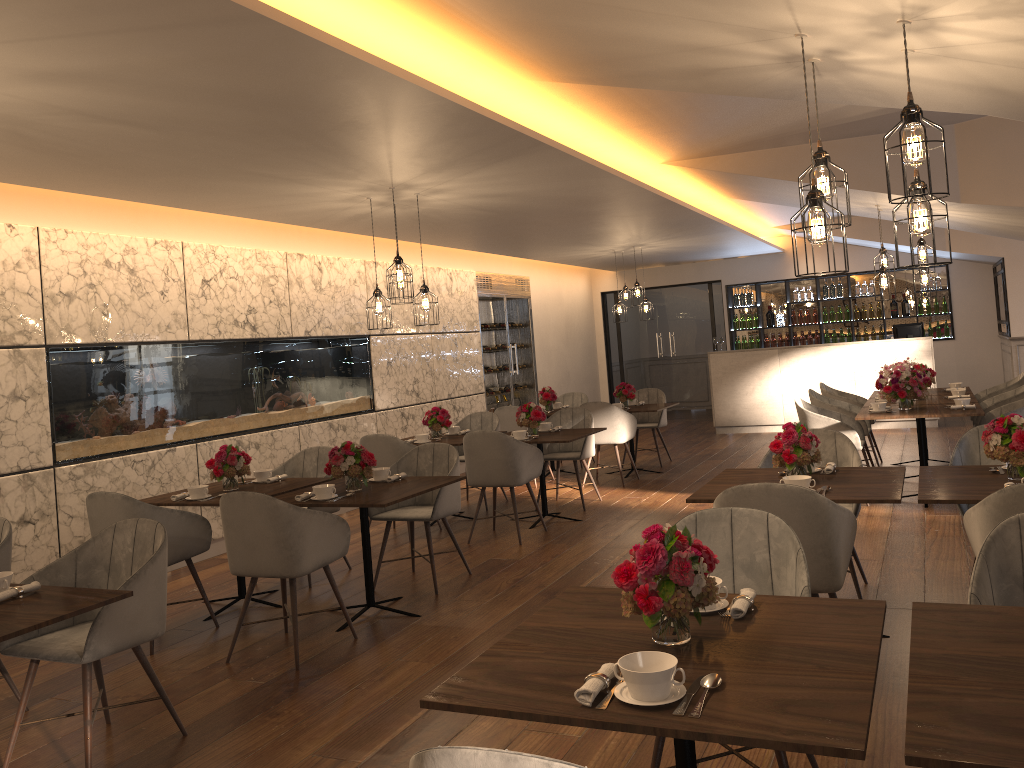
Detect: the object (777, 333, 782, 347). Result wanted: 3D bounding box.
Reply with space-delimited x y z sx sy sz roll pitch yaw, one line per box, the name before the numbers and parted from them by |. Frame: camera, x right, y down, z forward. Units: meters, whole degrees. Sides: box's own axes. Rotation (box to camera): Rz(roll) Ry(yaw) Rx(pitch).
object | 4.318 -0.694 14.284 0.065 0.262 0.066 -5 -1 4

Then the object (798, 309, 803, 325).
object | 4.603 -1.075 14.144 0.065 0.262 0.066 -5 -1 4

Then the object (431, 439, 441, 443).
object | -0.654 0.490 7.544 0.043 0.015 0.197 -4 2 22

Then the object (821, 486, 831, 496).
object | 1.381 0.472 3.902 0.043 0.015 0.197 -4 2 22

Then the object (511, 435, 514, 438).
object | -0.039 0.442 7.233 0.056 0.039 0.176 -4 2 25

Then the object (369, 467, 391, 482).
object | -0.805 0.555 5.421 0.148 0.072 0.148 -4 2 3

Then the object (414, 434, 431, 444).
object | -0.767 0.468 7.575 0.148 0.072 0.148 -5 2 -22

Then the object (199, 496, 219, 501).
object | -1.775 0.673 5.235 0.022 0.004 0.211 -3 2 25

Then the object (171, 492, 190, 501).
object | -1.961 0.668 5.293 0.056 0.039 0.176 -4 2 25

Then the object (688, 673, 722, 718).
object | 0.396 0.632 1.801 0.043 0.015 0.197 -4 2 22

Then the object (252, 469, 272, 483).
object | -1.634 0.605 5.811 0.148 0.072 0.148 -4 2 3

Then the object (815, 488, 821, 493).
object | 1.353 0.480 3.923 0.022 0.004 0.211 -3 2 25

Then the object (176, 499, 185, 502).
object | -1.925 0.672 5.287 0.025 0.024 0.193 -4 2 25

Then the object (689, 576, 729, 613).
object | 0.509 0.570 2.398 0.148 0.072 0.148 -5 2 -7

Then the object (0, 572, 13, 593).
object | -1.857 0.725 3.177 0.148 0.072 0.148 -4 2 3

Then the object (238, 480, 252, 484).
object | -1.741 0.641 5.841 0.043 0.015 0.197 -4 2 22

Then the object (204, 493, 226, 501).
object | -1.754 0.666 5.217 0.043 0.015 0.197 -3 2 29

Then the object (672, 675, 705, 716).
object | 0.367 0.639 1.822 0.022 0.004 0.211 -3 2 25

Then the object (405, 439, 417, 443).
object | -0.868 0.491 7.623 0.056 0.039 0.176 -4 2 25

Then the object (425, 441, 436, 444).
object | -0.683 0.497 7.565 0.022 0.004 0.211 -3 2 25

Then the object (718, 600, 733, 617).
object | 0.579 0.591 2.355 0.025 0.024 0.193 -4 2 25

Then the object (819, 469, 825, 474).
object | 1.564 0.432 4.457 0.025 0.024 0.193 -4 2 25

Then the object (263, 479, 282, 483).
object | -1.564 0.625 5.769 0.025 0.024 0.193 -4 2 25

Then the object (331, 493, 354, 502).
object | -0.918 0.616 4.824 0.043 0.015 0.197 -4 2 22

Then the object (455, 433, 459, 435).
object | -0.471 0.449 8.099 0.025 0.024 0.193 -4 2 25

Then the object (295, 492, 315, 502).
object | -1.132 0.618 4.903 0.056 0.039 0.176 -4 2 25

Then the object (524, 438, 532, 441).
object | 0.146 0.447 7.175 0.022 0.004 0.211 -3 2 25

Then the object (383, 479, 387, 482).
object | -0.735 0.576 5.379 0.025 0.024 0.193 -4 2 25

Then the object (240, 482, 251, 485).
object | -1.712 0.645 5.820 0.022 0.004 0.211 -3 2 25

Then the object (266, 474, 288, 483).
object | -1.529 0.616 5.763 0.056 0.039 0.176 -4 2 25

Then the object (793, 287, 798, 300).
object | 4.530 -1.441 14.137 0.069 0.209 0.040 -5 -1 25

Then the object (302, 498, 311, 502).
object | -1.096 0.623 4.897 0.025 0.024 0.193 -4 2 25

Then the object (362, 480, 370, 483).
object | -0.883 0.596 5.430 0.022 0.004 0.211 -3 2 25

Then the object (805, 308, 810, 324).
object | 4.703 -1.081 14.097 0.065 0.262 0.066 -5 -1 4

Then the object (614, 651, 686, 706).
object | 0.283 0.610 1.832 0.148 0.072 0.148 -5 2 -7

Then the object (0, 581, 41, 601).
object | -1.753 0.736 3.129 0.056 0.039 0.176 -4 2 25

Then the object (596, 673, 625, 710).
object | 0.218 0.638 1.874 0.025 0.024 0.193 -4 2 25

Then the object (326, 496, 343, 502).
object | -0.947 0.623 4.845 0.022 0.004 0.211 -3 2 25

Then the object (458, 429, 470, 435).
object | -0.436 0.439 8.093 0.056 0.039 0.176 -4 2 25

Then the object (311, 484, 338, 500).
object | -1.031 0.595 4.855 0.148 0.072 0.148 -4 2 3

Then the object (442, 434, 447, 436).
object | -0.619 0.469 8.150 0.022 0.004 0.211 -3 2 25

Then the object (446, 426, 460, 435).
object | -0.541 0.429 8.141 0.148 0.072 0.148 -5 2 -22

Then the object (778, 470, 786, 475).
object | 1.394 0.447 4.526 0.043 0.015 0.197 -3 2 29

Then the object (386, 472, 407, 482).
object | -0.700 0.566 5.373 0.056 0.039 0.176 -4 2 25

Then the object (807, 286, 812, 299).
object | 4.712 -1.452 14.052 0.069 0.209 0.040 -5 -1 25

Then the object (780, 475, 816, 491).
object | 1.269 0.451 3.933 0.148 0.072 0.148 -5 2 -7

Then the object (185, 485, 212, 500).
object | -1.859 0.645 5.245 0.148 0.072 0.148 -4 2 3

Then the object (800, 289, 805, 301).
object | 4.624 -1.410 14.094 0.070 0.190 0.041 -5 -1 25

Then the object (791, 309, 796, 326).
object | 4.503 -1.069 14.191 0.065 0.262 0.066 -5 -1 4

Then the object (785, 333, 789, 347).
object | 4.418 -0.700 14.238 0.065 0.262 0.066 -5 -1 4

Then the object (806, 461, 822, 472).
object | 1.495 0.411 4.499 0.148 0.072 0.148 -5 2 -7

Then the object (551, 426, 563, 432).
object | 0.392 0.390 7.703 0.056 0.039 0.176 -4 2 25

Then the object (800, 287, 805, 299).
object | 4.621 -1.446 14.095 0.069 0.209 0.040 -5 -1 25

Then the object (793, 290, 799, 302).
object | 4.533 -1.405 14.137 0.070 0.190 0.041 -5 -1 25

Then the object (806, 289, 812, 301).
object | 4.715 -1.416 14.052 0.070 0.190 0.041 -5 -1 25
